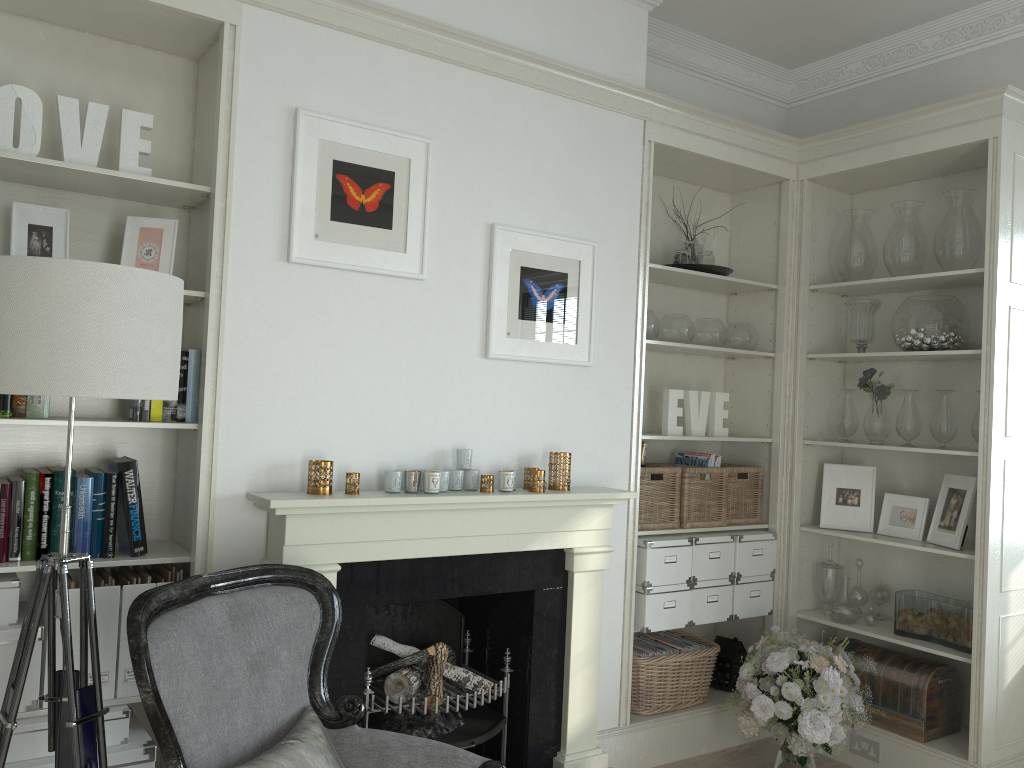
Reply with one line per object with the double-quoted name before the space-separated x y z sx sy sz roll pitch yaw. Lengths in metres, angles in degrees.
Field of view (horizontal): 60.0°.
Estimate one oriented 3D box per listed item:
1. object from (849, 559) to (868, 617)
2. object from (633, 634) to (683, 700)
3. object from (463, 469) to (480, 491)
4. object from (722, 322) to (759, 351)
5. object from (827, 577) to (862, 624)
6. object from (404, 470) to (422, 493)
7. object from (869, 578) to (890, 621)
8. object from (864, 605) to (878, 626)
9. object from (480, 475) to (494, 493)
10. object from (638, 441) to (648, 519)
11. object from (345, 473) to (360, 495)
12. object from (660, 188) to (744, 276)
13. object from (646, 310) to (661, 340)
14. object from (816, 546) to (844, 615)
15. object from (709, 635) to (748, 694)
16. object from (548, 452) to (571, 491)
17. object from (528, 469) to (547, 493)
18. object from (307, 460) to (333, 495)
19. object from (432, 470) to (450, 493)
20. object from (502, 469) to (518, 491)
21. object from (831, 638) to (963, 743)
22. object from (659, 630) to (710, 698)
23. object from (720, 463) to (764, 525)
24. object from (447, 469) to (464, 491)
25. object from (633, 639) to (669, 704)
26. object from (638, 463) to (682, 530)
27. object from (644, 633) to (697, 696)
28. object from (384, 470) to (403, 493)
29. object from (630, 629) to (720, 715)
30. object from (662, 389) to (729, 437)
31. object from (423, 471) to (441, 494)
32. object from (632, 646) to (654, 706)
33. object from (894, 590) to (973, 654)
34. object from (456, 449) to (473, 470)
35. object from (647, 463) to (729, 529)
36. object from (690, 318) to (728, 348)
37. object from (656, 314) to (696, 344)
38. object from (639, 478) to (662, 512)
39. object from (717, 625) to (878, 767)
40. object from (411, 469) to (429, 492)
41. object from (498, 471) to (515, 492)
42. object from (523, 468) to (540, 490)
"object" 1.633 0.959 4.178 0.088 0.271 0.088 3 -2 -29
"object" 0.639 1.280 3.994 0.088 0.238 0.274 4 -2 -34
"object" -0.146 0.342 3.160 0.060 0.073 0.060 2 -2 22
"object" 1.100 -0.222 4.291 0.185 0.140 0.185 3 -1 -14
"object" 1.522 0.986 4.054 0.148 0.200 0.148 2 -2 23
"object" -0.336 0.329 2.981 0.060 0.073 0.060 2 -2 22
"object" 1.718 1.004 4.147 0.094 0.188 0.094 2 -1 8
"object" 1.620 1.044 4.001 0.056 0.090 0.056 3 -1 -3
"object" -0.088 0.351 3.121 0.050 0.058 0.052 3 -1 3
"object" 0.565 0.440 4.047 0.127 0.361 0.094 4 -2 -34
"object" -0.513 0.321 2.854 0.047 0.068 0.054 3 -1 -7
"object" 0.870 -0.736 4.151 0.457 0.485 0.399 2 -1 6
"object" 0.566 -0.256 3.929 0.185 0.140 0.185 3 -1 -14
"object" 1.507 0.930 4.209 0.129 0.315 0.129 3 -2 -29
"object" 1.026 1.322 4.210 0.135 0.248 0.135 4 -2 -44
"object" 0.180 0.328 3.341 0.087 0.140 0.090 3 -1 4
"object" 0.091 0.352 3.212 0.060 0.079 0.060 2 -2 27
"object" -0.609 0.297 2.818 0.080 0.104 0.080 2 -2 23
"object" -0.246 0.335 3.047 0.060 0.073 0.060 3 -1 -11
"object" -0.009 0.350 3.231 0.060 0.073 0.060 2 -2 22
"object" 1.661 1.318 3.881 0.290 0.297 0.475 4 -2 -34
"object" 0.778 1.289 4.089 0.088 0.238 0.274 4 -2 -34
"object" 1.013 0.525 4.286 0.276 0.270 0.275 4 -2 -34
"object" -0.200 0.339 3.121 0.060 0.073 0.060 2 -2 22
"object" 0.572 1.276 3.948 0.088 0.238 0.274 4 -2 -34
"object" 0.556 0.496 3.963 0.276 0.270 0.275 4 -2 -34
"object" 0.711 1.285 4.043 0.088 0.238 0.274 4 -2 -34
"object" -0.396 0.326 2.952 0.060 0.073 0.060 2 -2 22
"object" 0.642 1.292 3.998 0.554 0.263 0.408 4 -2 -34
"object" 0.853 0.136 4.097 0.393 0.207 0.039 4 -2 -34
"object" -0.271 0.332 2.986 0.060 0.073 0.060 2 -2 22
"object" 0.506 1.272 3.914 0.088 0.238 0.274 4 -2 -34
"object" 1.827 1.003 3.761 0.171 0.180 0.387 4 -2 -34
"object" -0.169 0.268 3.144 0.060 0.073 0.060 2 -2 22
"object" 0.799 0.511 4.104 0.276 0.270 0.275 4 -2 -34
"object" 0.922 -0.234 4.171 0.185 0.140 0.185 3 -1 -14
"object" 0.744 -0.245 4.050 0.185 0.140 0.185 3 -1 -14
"object" 0.576 0.450 3.905 0.095 0.332 0.284 2 -2 35
"object" 1.176 1.319 3.640 0.544 0.643 0.570 4 -2 -43
"object" -0.318 0.332 3.046 0.060 0.073 0.060 2 -2 22
"object" -0.022 0.348 3.168 0.060 0.073 0.060 2 -2 22
"object" 0.073 0.353 3.296 0.060 0.079 0.060 2 -2 23
